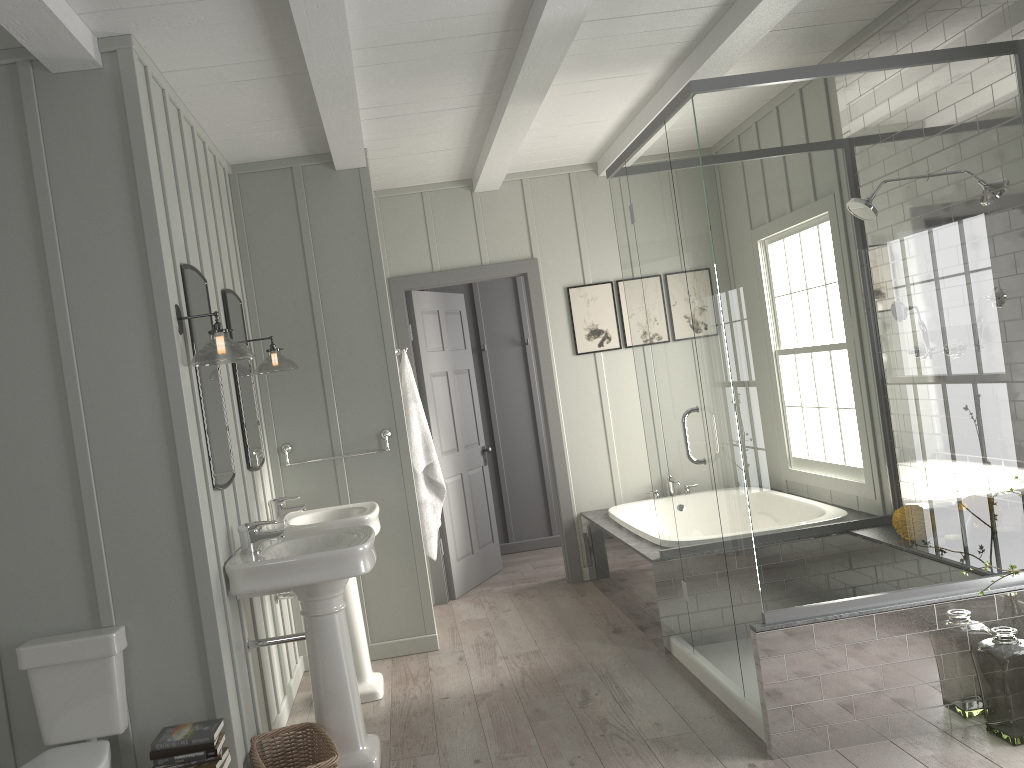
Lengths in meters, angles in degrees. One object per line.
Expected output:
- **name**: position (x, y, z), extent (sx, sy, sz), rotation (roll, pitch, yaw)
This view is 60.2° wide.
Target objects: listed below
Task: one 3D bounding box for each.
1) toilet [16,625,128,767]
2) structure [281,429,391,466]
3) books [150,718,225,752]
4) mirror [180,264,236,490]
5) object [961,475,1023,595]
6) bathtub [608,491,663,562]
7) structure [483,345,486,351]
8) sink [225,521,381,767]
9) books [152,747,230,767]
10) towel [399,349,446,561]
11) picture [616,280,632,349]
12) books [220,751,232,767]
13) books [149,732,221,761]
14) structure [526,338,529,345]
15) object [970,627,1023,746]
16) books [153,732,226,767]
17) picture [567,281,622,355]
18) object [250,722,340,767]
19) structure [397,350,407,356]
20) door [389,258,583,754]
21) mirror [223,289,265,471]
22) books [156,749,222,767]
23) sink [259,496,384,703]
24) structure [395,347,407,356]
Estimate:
- **toilet**: position (-1.404, 1.234, 2.785), extent (0.330, 0.787, 0.527), rotation (-8, 1, -6)
- **structure**: position (-0.953, 0.348, 4.816), extent (0.600, 0.123, 0.055), rotation (-8, 1, -3)
- **books**: position (-1.079, 1.170, 2.949), extent (0.206, 0.024, 0.150), rotation (-8, 1, -3)
- **mirror**: position (-1.189, -0.025, 3.469), extent (0.015, 0.884, 0.426), rotation (-8, 1, -7)
- **object**: position (1.762, 0.609, 2.899), extent (0.512, 1.117, 0.277), rotation (-8, 1, -6)
- **bathtub**: position (1.192, 0.842, 5.192), extent (1.043, 0.490, 1.568), rotation (-8, 1, -6)
- **structure**: position (-0.228, -0.293, 7.217), extent (0.019, 0.051, 0.136), rotation (-8, 1, -7)
- **sink**: position (-0.772, 1.021, 3.514), extent (0.564, 1.013, 0.572), rotation (-8, 1, -5)
- **books**: position (-1.079, 1.269, 2.953), extent (0.233, 0.024, 0.148), rotation (-8, 1, 1)
- **towel**: position (-0.494, 0.395, 5.049), extent (0.161, 1.204, 0.319), rotation (-8, 1, -1)
- **picture**: position (0.887, -0.490, 5.963), extent (0.312, 0.461, 0.012), rotation (-8, 1, -3)
- **books**: position (-1.073, 1.295, 2.954), extent (0.234, 0.032, 0.171), rotation (-8, 1, -5)
- **books**: position (-1.087, 1.196, 2.949), extent (0.205, 0.024, 0.151), rotation (-8, 1, -8)
- **structure**: position (0.123, -0.343, 7.245), extent (0.019, 0.051, 0.136), rotation (-8, 1, -7)
- **object**: position (1.677, 1.005, 2.970), extent (0.162, 0.361, 0.164), rotation (-8, 1, -7)
- **books**: position (-1.073, 1.219, 2.950), extent (0.206, 0.024, 0.150), rotation (-8, 1, -5)
- **picture**: position (0.554, -0.442, 5.944), extent (0.312, 0.461, 0.012), rotation (-8, 1, -3)
- **object**: position (-0.785, 1.427, 3.222), extent (0.284, 0.220, 0.477), rotation (-8, 1, -24)
- **structure**: position (-0.667, -0.186, 5.282), extent (0.079, 0.056, 0.057), rotation (-8, 1, -5)
- **door**: position (-0.092, 0.335, 2.786), extent (4.238, 2.196, 7.820), rotation (-8, 1, -6)
- **mirror**: position (-1.294, -0.018, 4.284), extent (0.015, 0.884, 0.426), rotation (-8, 1, -7)
- **books**: position (-1.079, 1.244, 2.961), extent (0.204, 0.025, 0.152), rotation (-8, 1, -15)
- **sink**: position (-0.876, 1.028, 4.323), extent (0.564, 1.013, 0.572), rotation (-8, 1, -5)
- **structure**: position (-0.634, -0.188, 5.029), extent (0.079, 0.056, 0.057), rotation (-8, 1, -5)
